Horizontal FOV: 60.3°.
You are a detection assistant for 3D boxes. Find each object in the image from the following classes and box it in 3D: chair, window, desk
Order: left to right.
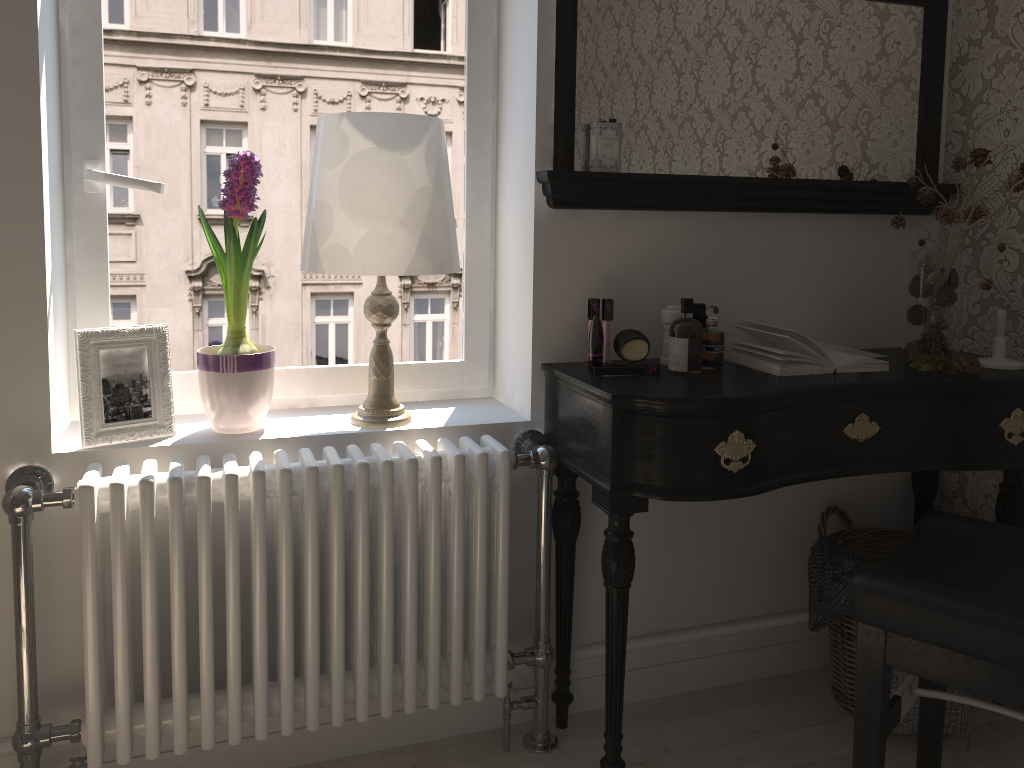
[{"bbox_3d":[-0.475,-0.820,1.946,0.950,1.766,0.111,-1,6,-20],"label":"window"},{"bbox_3d":[0.650,0.373,1.966,1.106,0.815,0.440,-2,7,-19],"label":"desk"},{"bbox_3d":[0.848,0.458,1.441,0.460,0.853,0.459,6,8,40],"label":"chair"}]

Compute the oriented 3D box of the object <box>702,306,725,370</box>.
[{"bbox_3d":[0.434,-0.101,1.916,0.054,0.137,0.055,3,6,20],"label":"object"}]

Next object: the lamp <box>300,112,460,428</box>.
[{"bbox_3d":[-0.282,-0.240,1.900,0.339,0.646,0.345,0,7,-8],"label":"lamp"}]

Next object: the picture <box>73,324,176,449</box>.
[{"bbox_3d":[-0.755,0.001,1.728,0.177,0.223,0.050,-5,8,-39],"label":"picture"}]

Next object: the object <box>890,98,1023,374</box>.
[{"bbox_3d":[1.055,-0.303,1.907,0.545,0.593,0.319,8,9,41],"label":"object"}]

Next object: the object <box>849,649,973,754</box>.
[{"bbox_3d":[0.914,0.570,2.048,0.290,0.352,0.353,4,8,19],"label":"object"}]

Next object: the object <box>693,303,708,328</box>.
[{"bbox_3d":[0.424,-0.117,2.014,0.058,0.133,0.058,5,7,31],"label":"object"}]

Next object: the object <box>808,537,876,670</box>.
[{"bbox_3d":[0.860,0.549,2.066,0.367,0.329,0.306,-2,8,-19],"label":"object"}]

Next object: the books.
[{"bbox_3d":[0.654,-0.088,1.976,0.279,0.094,0.229,-2,11,-17],"label":"books"}]

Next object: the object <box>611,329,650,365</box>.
[{"bbox_3d":[0.250,-0.073,1.884,0.080,0.085,0.083,4,8,20],"label":"object"}]

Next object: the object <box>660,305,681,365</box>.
[{"bbox_3d":[0.359,-0.108,1.963,0.058,0.133,0.058,5,7,31],"label":"object"}]

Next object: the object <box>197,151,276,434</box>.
[{"bbox_3d":[-0.571,-0.192,1.822,0.156,0.572,0.158,-3,7,-34],"label":"object"}]

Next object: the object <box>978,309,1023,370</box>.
[{"bbox_3d":[1.108,-0.103,2.004,0.105,0.130,0.106,3,8,15],"label":"object"}]

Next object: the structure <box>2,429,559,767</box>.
[{"bbox_3d":[-0.402,0.473,1.744,1.068,0.676,0.167,-2,6,-19],"label":"structure"}]

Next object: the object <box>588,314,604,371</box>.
[{"bbox_3d":[0.179,-0.089,1.874,0.031,0.119,0.055,3,6,19],"label":"object"}]

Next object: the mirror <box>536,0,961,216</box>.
[{"bbox_3d":[0.593,-0.683,2.041,1.119,0.567,0.067,-3,6,-19],"label":"mirror"}]

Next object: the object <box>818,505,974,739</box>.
[{"bbox_3d":[0.928,0.550,2.089,0.394,0.428,0.398,3,8,12],"label":"object"}]

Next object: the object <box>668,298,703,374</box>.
[{"bbox_3d":[0.368,-0.102,1.867,0.070,0.156,0.071,-2,7,-25],"label":"object"}]

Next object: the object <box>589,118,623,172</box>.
[{"bbox_3d":[0.205,-0.519,1.921,0.072,0.120,0.037,-1,6,-15],"label":"object"}]
